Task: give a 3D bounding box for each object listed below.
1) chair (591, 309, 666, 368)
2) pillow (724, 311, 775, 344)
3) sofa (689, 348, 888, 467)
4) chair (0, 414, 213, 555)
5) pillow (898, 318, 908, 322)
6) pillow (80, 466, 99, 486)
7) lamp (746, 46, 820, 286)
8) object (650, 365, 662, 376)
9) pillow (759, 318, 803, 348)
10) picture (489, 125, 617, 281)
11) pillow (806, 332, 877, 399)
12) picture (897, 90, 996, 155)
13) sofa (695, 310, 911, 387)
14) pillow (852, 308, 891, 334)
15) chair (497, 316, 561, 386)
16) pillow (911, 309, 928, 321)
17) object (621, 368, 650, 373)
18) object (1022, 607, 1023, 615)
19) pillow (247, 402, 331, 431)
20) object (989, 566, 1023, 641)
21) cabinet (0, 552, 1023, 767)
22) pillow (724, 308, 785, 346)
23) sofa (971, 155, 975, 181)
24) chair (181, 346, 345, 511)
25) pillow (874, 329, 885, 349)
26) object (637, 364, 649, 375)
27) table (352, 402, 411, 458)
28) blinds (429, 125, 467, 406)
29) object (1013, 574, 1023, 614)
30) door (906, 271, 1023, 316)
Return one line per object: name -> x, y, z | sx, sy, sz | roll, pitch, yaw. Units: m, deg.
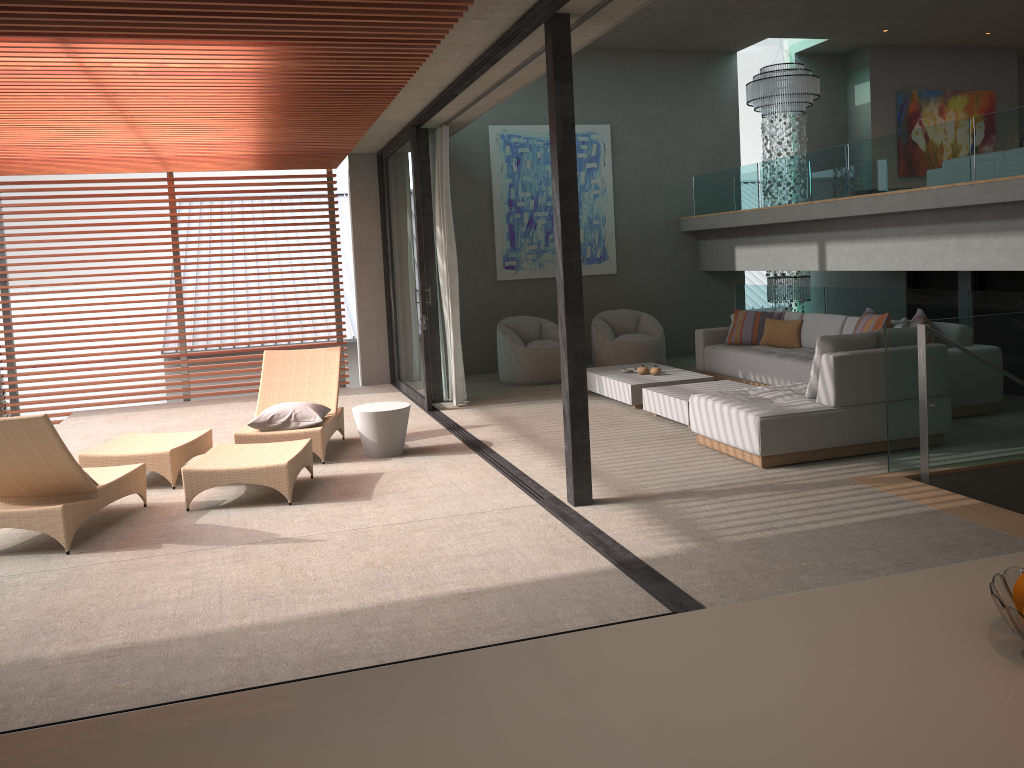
chair -> 1.466, -0.532, 11.159 | 0.921, 0.783, 0.927 | -2, 6, 8
pillow -> 2.775, -0.626, 10.266 | 0.618, 0.418, 0.313 | 0, 6, 20
sofa -> 2.275, 0.082, 6.646 | 1.598, 0.729, 1.018 | -5, 7, -16
chair -> -2.825, 0.426, 6.003 | 0.700, 0.822, 2.313 | -3, 8, 3
pillow -> 3.449, -0.377, 7.967 | 0.239, 0.403, 0.598 | -1, 7, 27
pillow -> -2.858, 0.467, 5.235 | 0.608, 0.425, 0.430 | -3, 6, 2
lamp -> 3.888, -2.933, 12.567 | 1.003, 3.919, 1.001 | -6, 5, -36
object -> 1.473, -0.142, 9.061 | 0.119, 0.105, 0.120 | -1, 6, 18
pillow -> 2.989, -0.561, 9.772 | 0.463, 0.323, 0.227 | 2, 7, 37
picture -> 0.573, -2.473, 11.974 | 1.723, 2.039, 0.030 | -5, 4, -16
pillow -> 2.391, -0.131, 6.415 | 0.493, 0.481, 0.267 | -5, 5, -16
picture -> 6.475, -3.723, 13.129 | 1.753, 1.244, 0.030 | -5, 4, -16
sofa -> 3.133, -0.298, 8.926 | 1.050, 0.748, 3.480 | -5, 8, -16
pillow -> 3.331, -0.441, 8.267 | 0.311, 0.491, 0.742 | -2, 7, 7
chair -> 0.280, -0.436, 10.910 | 0.923, 0.783, 0.926 | -4, 6, -12
pillow -> 3.519, -0.378, 7.676 | 0.279, 0.501, 0.702 | -1, 7, 27
object -> 1.353, -0.135, 9.299 | 0.437, 0.039, 0.156 | 2, 9, 30
object -> 0.799, 0.345, 1.289 | 0.095, 0.094, 0.094 | -6, 7, -27
pillow -> -1.811, 0.254, 7.232 | 0.595, 0.193, 0.598 | -4, 8, -5
object -> 0.886, 0.357, 1.306 | 0.316, 0.081, 0.317 | -5, 8, -16
cabinet -> -0.266, 0.957, 0.972 | 4.128, 0.895, 0.804 | -5, 6, -16
pillow -> 2.771, -0.639, 10.067 | 0.655, 0.439, 0.343 | 0, 6, 27
sofa -> 5.805, -2.083, 9.245 | 0.976, 0.858, 3.267 | -5, 8, -16
chair -> -1.841, 0.248, 6.892 | 0.700, 0.822, 2.312 | -3, 8, -1
pillow -> 2.852, -0.185, 6.547 | 0.493, 0.495, 0.239 | -5, 5, -16
object -> 1.357, -0.150, 9.164 | 0.119, 0.105, 0.120 | -4, 6, -12
table -> -1.055, 0.378, 7.220 | 0.477, 0.391, 0.476 | -7, 8, -34
blinds -> -0.930, -1.372, 10.324 | 0.223, 2.907, 2.438 | -4, 5, -16
object -> 0.829, 0.334, 1.376 | 0.087, 0.086, 0.087 | -6, 6, -26
door -> 1.516, 0.177, 3.745 | 15.412, 4.449, 5.783 | -10, 10, -43
